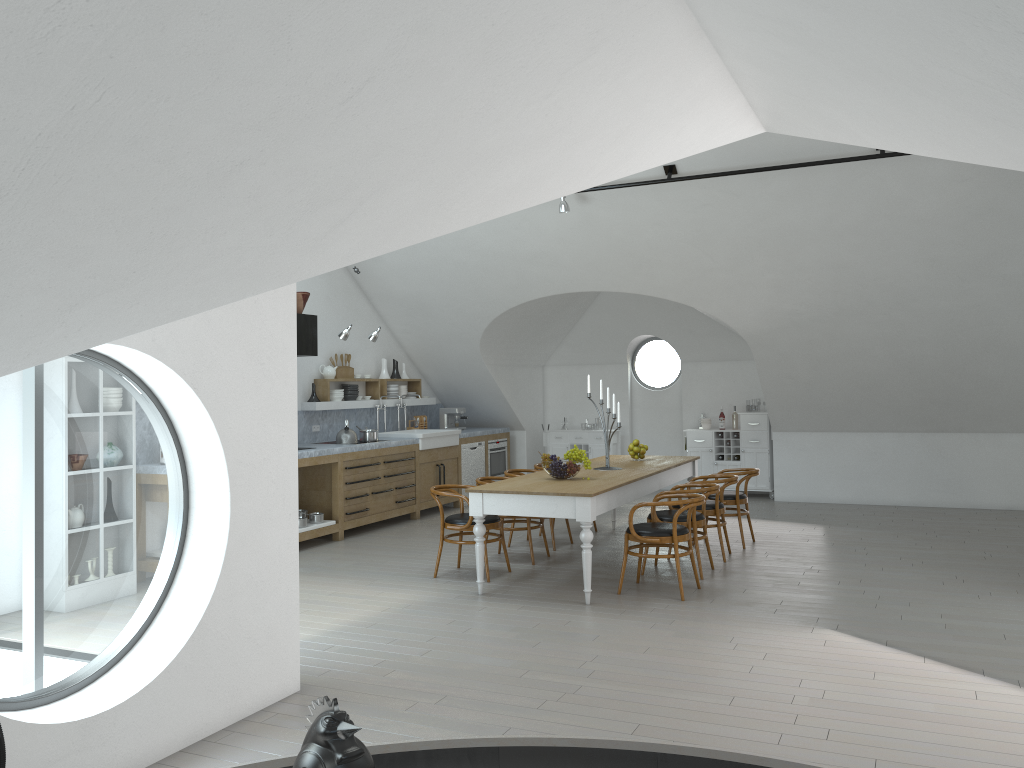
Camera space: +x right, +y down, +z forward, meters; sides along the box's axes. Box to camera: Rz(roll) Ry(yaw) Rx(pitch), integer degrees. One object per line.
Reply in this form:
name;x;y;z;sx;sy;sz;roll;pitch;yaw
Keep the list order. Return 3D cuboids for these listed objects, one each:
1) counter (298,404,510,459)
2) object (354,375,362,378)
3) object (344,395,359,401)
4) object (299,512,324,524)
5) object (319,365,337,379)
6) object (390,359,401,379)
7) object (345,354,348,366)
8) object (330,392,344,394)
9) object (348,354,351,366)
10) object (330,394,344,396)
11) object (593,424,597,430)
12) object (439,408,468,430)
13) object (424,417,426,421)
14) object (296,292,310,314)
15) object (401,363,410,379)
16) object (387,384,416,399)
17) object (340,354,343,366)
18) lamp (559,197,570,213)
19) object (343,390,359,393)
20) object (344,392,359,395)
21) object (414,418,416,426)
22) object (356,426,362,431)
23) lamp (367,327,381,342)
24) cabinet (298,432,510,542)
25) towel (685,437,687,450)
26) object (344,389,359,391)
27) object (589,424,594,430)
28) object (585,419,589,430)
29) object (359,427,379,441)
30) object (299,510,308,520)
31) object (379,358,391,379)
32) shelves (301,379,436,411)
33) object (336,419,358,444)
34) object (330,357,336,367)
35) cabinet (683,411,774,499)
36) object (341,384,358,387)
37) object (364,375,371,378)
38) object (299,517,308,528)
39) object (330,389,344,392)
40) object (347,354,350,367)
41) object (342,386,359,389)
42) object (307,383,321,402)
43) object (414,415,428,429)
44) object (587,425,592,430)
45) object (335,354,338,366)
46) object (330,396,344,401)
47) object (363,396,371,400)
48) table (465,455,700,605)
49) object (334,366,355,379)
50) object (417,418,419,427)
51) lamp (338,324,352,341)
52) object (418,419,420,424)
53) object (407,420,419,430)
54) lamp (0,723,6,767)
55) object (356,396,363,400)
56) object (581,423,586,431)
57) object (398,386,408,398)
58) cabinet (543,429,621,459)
counter;-1.792;0.416;10.361;0.961;0.620;6.573;-1;0;25
object;-1.916;-0.090;11.004;0.098;0.049;0.098;-1;-1;22
object;-1.973;0.169;10.809;0.205;0.072;0.205;-1;0;12
object;-2.031;1.356;9.017;0.260;0.113;0.153;-1;-1;24
object;-2.168;-0.144;10.478;0.174;0.169;0.168;-1;-1;8
object;-1.549;-0.200;11.791;0.156;0.268;0.156;-2;-2;29
object;-2.024;-0.219;10.792;0.019;0.299;0.057;-2;-2;25
object;-2.092;0.129;10.555;0.181;0.069;0.181;-1;-1;42
object;-1.999;-0.219;10.851;0.039;0.298;0.067;-2;-2;25
object;-2.093;0.152;10.552;0.181;0.065;0.181;-1;0;-28
object;1.214;0.630;12.963;0.071;0.099;0.071;0;-2;-42
object;-0.785;0.498;12.547;0.386;0.321;0.324;-1;-1;25
object;-1.214;0.555;12.277;0.040;0.192;0.042;-1;-2;-15
object;-2.287;-0.832;9.229;0.366;0.237;0.348;-2;-1;42
object;-1.463;-0.176;11.998;0.156;0.218;0.156;-1;-1;6
object;-1.495;0.104;11.850;0.198;0.196;0.656;-1;0;24
object;-2.056;-0.219;10.769;0.040;0.299;0.061;-2;-2;22
lamp;0.525;-1.797;8.867;0.112;0.175;0.114;-1;-1;-12
object;-1.968;0.115;10.811;0.205;0.086;0.205;-1;0;-23
object;-1.974;0.142;10.809;0.205;0.086;0.205;-1;0;-28
object;-1.318;0.559;12.074;0.019;0.196;0.022;-1;-2;13
object;-1.711;0.566;10.265;0.236;0.167;0.051;-1;-2;20
lamp;-1.552;-0.558;10.031;0.169;0.176;0.112;-1;-1;17
cabinet;-1.789;1.236;10.258;1.003;1.023;6.426;-1;0;25
towel;2.502;0.841;12.650;0.049;0.204;0.150;-2;-2;25
object;-1.974;0.093;10.814;0.205;0.072;0.205;-1;0;12
object;1.174;0.633;13.044;0.094;0.093;0.093;-1;-1;12
object;1.101;0.596;13.023;0.048;0.169;0.048;-1;-2;12
object;-1.646;0.591;10.323;0.232;0.170;0.394;-1;0;5
object;-2.227;1.352;9.160;0.182;0.134;0.308;0;-1;-41
object;-1.662;-0.199;11.554;0.156;0.268;0.156;-1;-1;13
shelves;-2.221;-0.381;10.019;0.480;1.363;5.547;-2;0;19
object;-1.844;0.528;9.888;0.246;0.268;0.246;-2;-1;35
object;-2.119;-0.201;10.626;0.016;0.259;0.199;-2;-2;35
cabinet;3.046;0.970;12.339;1.242;1.155;0.609;-1;-2;25
object;-1.979;0.040;10.819;0.205;0.080;0.205;-1;0;27
object;-1.826;-0.091;11.199;0.098;0.049;0.098;-1;-1;22
object;-2.139;1.357;8.734;0.261;0.113;0.153;-1;-1;14
object;-2.092;0.100;10.557;0.181;0.076;0.181;-1;0;-28
object;-2.000;-0.219;10.892;0.030;0.294;0.057;-2;-2;25
object;-1.976;0.068;10.819;0.205;0.084;0.205;-1;-1;-38
object;-2.280;0.097;10.198;0.156;0.218;0.156;-1;-1;6
object;-1.264;0.548;12.263;0.104;0.223;0.200;-2;-1;25
object;1.131;0.638;12.962;0.077;0.085;0.077;-1;-1;12
object;-2.106;-0.219;10.661;0.027;0.299;0.055;-2;-2;25
object;-2.092;0.175;10.552;0.181;0.064;0.181;-1;0;-43
object;-1.824;0.177;11.184;0.098;0.049;0.098;-1;-1;22
table;0.816;1.174;7.971;1.018;0.799;3.348;-1;0;25
object;-2.046;-0.140;10.762;0.084;0.158;0.353;-2;-1;25
object;-1.281;0.555;12.079;0.040;0.192;0.042;0;-2;-29
lamp;-1.798;-0.552;9.507;0.164;0.178;0.115;-2;-2;43
object;-1.283;0.568;12.093;0.044;0.179;0.019;-1;-2;9
object;-1.347;0.574;12.055;0.100;0.171;0.173;-2;-1;26
lamp;-1.628;1.166;2.660;0.322;0.661;0.233;-2;-2;40
object;-1.905;0.178;11.009;0.098;0.049;0.098;-1;-1;22
object;1.045;0.629;12.963;0.081;0.105;0.081;-2;-2;38
object;-1.473;0.101;11.841;0.158;0.160;0.154;0;-1;-37
cabinet;1.036;1.074;13.055;1.134;0.790;0.496;-1;-1;25
